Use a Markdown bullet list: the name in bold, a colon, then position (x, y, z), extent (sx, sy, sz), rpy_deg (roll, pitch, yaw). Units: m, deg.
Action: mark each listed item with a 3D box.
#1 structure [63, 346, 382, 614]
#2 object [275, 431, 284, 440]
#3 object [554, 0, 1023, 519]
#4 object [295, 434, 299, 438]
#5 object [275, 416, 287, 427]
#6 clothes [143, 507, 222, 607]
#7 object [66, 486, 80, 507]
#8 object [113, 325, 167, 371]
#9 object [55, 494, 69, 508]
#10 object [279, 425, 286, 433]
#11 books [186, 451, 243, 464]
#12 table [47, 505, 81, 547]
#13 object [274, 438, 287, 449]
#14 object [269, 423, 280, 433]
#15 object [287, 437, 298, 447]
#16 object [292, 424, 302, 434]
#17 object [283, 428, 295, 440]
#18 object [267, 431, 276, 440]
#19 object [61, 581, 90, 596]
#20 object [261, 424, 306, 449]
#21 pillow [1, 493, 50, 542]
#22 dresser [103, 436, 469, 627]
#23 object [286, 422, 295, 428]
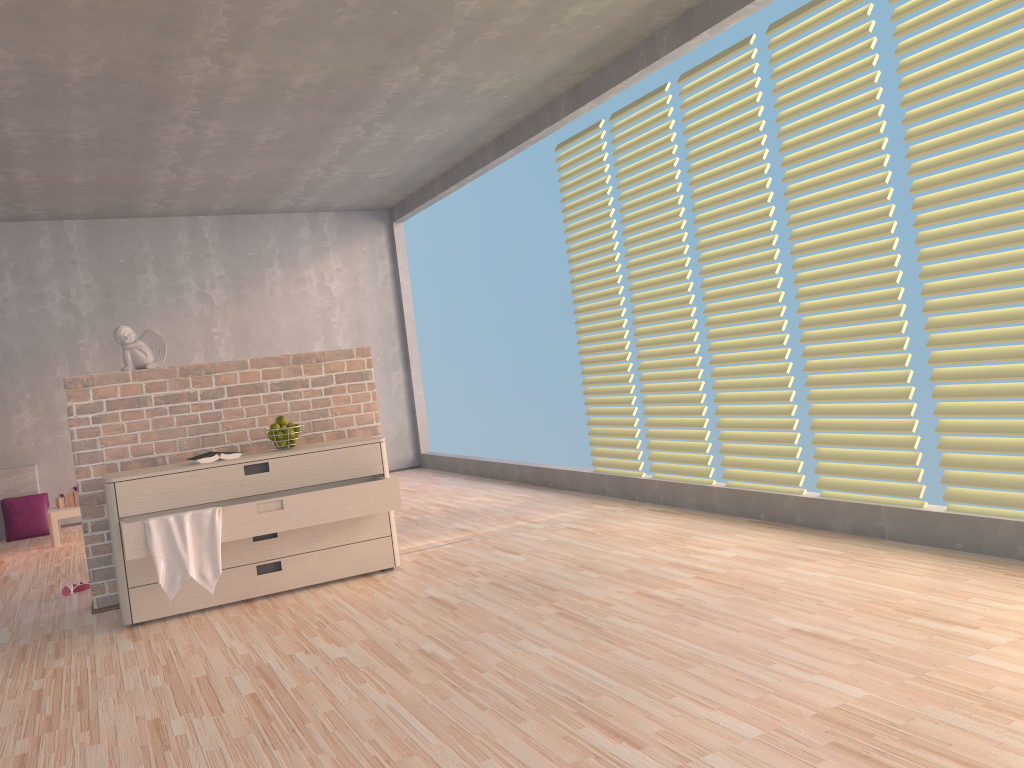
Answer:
- **structure**: position (-1.334, 0.416, 4.320), extent (1.422, 1.057, 0.211), rpy_deg (-7, 1, -26)
- **object**: position (-1.062, 0.236, 4.051), extent (0.038, 0.040, 0.039), rpy_deg (-7, 1, -18)
- **object**: position (1.362, -0.532, 3.662), extent (0.044, 2.114, 4.372), rpy_deg (-7, 1, -26)
- **object**: position (-1.023, 0.232, 4.150), extent (0.053, 0.054, 0.053), rpy_deg (-7, 1, 9)
- **object**: position (-1.069, 0.174, 4.111), extent (0.054, 0.056, 0.054), rpy_deg (-7, 1, -26)
- **clothes**: position (-1.272, 0.687, 3.504), extent (0.325, 0.369, 0.097), rpy_deg (-7, 1, -25)
- **object**: position (-3.120, 0.801, 6.363), extent (0.099, 0.147, 0.102), rpy_deg (-7, 1, 3)
- **object**: position (-1.735, -0.172, 4.141), extent (0.216, 0.218, 0.131), rpy_deg (-7, 1, -27)
- **object**: position (-3.210, 0.834, 6.398), extent (0.080, 0.105, 0.152), rpy_deg (-6, 2, 33)
- **object**: position (-1.057, 0.210, 4.083), extent (0.039, 0.038, 0.039), rpy_deg (-7, 1, 3)
- **books**: position (-1.312, 0.319, 3.913), extent (0.209, 0.040, 0.146), rpy_deg (-8, 2, -36)
- **table**: position (-3.058, 0.985, 6.465), extent (0.548, 0.241, 0.548), rpy_deg (-7, 1, -26)
- **object**: position (-1.068, 0.270, 4.088), extent (0.060, 0.055, 0.059), rpy_deg (-6, 1, 19)
- **object**: position (-1.085, 0.202, 4.054), extent (0.046, 0.045, 0.046), rpy_deg (-7, 1, -27)
- **object**: position (-1.017, 0.269, 4.108), extent (0.046, 0.048, 0.048), rpy_deg (-8, 2, -37)
- **object**: position (-0.994, 0.208, 4.097), extent (0.047, 0.047, 0.046), rpy_deg (-7, 1, 12)
- **object**: position (-1.024, 0.229, 4.069), extent (0.057, 0.057, 0.057), rpy_deg (-7, 1, 7)
- **object**: position (-1.099, 0.236, 4.073), extent (0.046, 0.044, 0.046), rpy_deg (-8, 2, -30)
- **object**: position (-2.169, 1.015, 4.429), extent (0.078, 0.066, 0.192), rpy_deg (-7, 1, 10)
- **object**: position (-1.052, 0.251, 4.110), extent (0.202, 0.104, 0.202), rpy_deg (-8, 2, -33)
- **pillow**: position (-3.711, 1.021, 6.794), extent (0.327, 0.326, 0.241), rpy_deg (-8, 2, -32)
- **dresser**: position (-0.886, 0.594, 4.017), extent (1.686, 0.612, 0.605), rpy_deg (-7, 1, -26)
- **object**: position (-1.028, 0.199, 4.124), extent (0.043, 0.043, 0.039), rpy_deg (-8, 2, -41)
